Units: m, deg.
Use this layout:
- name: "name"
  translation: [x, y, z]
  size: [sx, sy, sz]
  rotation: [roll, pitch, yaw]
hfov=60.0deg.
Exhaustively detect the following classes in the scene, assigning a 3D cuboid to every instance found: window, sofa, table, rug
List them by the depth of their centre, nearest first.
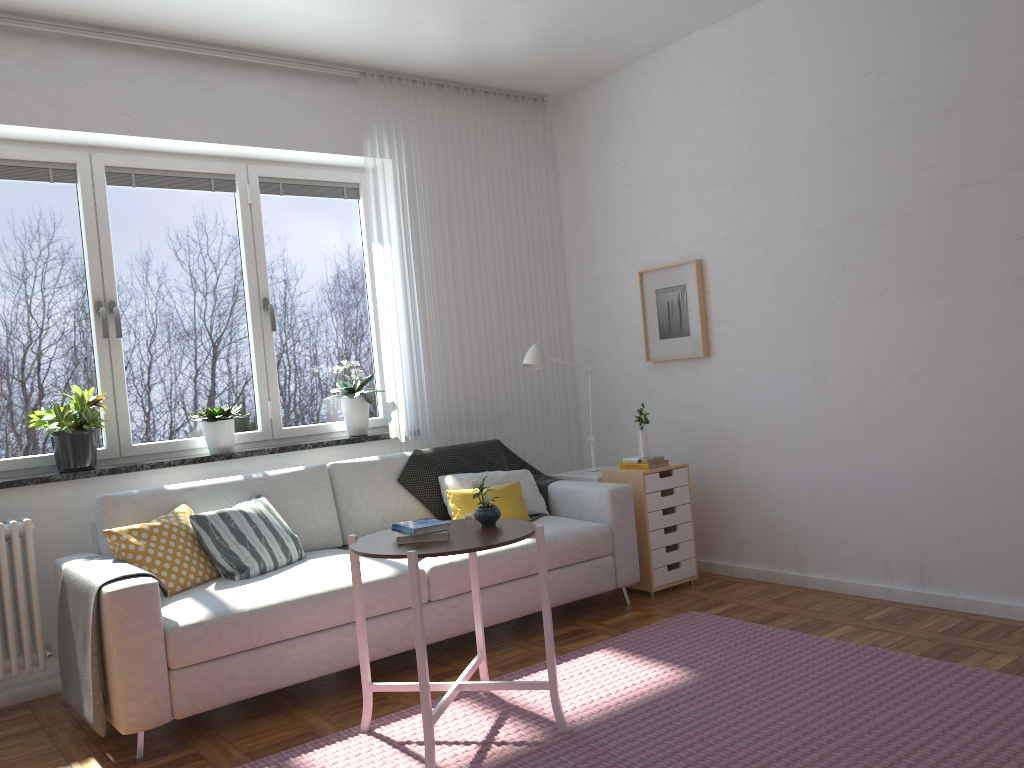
- name: "rug"
  translation: [0.589, 1.103, 2.488]
  size: [2.455, 0.008, 2.367]
  rotation: [-5, 0, -37]
- name: "table"
  translation: [-0.197, 0.830, 2.960]
  size: [0.617, 0.688, 0.618]
  rotation: [-6, 1, -39]
- name: "sofa"
  translation: [-0.640, 0.786, 4.046]
  size: [2.459, 0.843, 1.004]
  rotation: [-6, 1, -37]
- name: "window"
  translation: [-1.924, -0.373, 4.199]
  size: [3.017, 1.511, 0.151]
  rotation: [-6, 1, -37]

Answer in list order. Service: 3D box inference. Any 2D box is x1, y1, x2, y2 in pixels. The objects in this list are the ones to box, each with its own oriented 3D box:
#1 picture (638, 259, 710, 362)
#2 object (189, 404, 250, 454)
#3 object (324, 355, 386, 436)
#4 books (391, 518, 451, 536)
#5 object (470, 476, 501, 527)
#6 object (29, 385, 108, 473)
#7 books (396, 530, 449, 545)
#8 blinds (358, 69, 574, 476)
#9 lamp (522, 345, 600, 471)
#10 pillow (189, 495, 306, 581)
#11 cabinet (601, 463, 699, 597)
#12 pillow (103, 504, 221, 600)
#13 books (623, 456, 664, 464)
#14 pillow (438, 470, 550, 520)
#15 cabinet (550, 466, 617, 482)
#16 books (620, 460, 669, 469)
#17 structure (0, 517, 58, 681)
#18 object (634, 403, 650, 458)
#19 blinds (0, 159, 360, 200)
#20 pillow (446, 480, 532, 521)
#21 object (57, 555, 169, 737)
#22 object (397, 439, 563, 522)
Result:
- name: "picture"
  translation: [0.898, -0.399, 4.952]
  size: [0.050, 0.524, 0.431]
  rotation: [-6, 1, -37]
- name: "object"
  translation: [-1.445, 0.222, 4.384]
  size: [0.284, 0.237, 0.267]
  rotation: [-5, 1, 35]
- name: "object"
  translation: [-0.891, 0.065, 4.878]
  size: [0.340, 0.444, 0.286]
  rotation: [-4, 1, 41]
- name: "books"
  translation: [-0.301, 0.470, 2.923]
  size: [0.136, 0.024, 0.175]
  rotation: [-5, 0, -32]
- name: "object"
  translation: [-0.092, 0.401, 3.049]
  size: [0.096, 0.175, 0.108]
  rotation: [-5, 1, 32]
- name: "object"
  translation: [-1.974, 0.199, 3.960]
  size: [0.333, 0.385, 0.299]
  rotation: [-6, 1, -22]
- name: "books"
  translation: [-0.294, 0.495, 2.948]
  size: [0.162, 0.026, 0.209]
  rotation: [-5, 0, -2]
- name: "blinds"
  translation: [-0.187, -0.294, 5.163]
  size: [1.291, 2.888, 0.055]
  rotation: [-6, 2, -37]
- name: "lamp"
  translation: [-0.497, 0.526, 3.084]
  size: [0.332, 1.347, 4.588]
  rotation: [-5, 1, 22]
- name: "pillow"
  translation: [-1.111, 0.645, 3.782]
  size: [0.309, 0.289, 0.469]
  rotation: [-5, 1, 24]
- name: "cabinet"
  translation: [0.733, 0.758, 4.702]
  size: [0.348, 0.643, 0.301]
  rotation: [-6, 1, -37]
- name: "pillow"
  translation: [-1.385, 0.673, 3.592]
  size: [0.313, 0.318, 0.464]
  rotation: [-5, 1, 21]
- name: "books"
  translation: [0.696, 0.398, 4.686]
  size: [0.136, 0.024, 0.175]
  rotation: [-5, 0, -37]
- name: "pillow"
  translation: [-0.091, 0.577, 4.571]
  size: [0.532, 0.259, 0.301]
  rotation: [-5, 1, -23]
- name: "cabinet"
  translation: [0.525, 0.797, 5.064]
  size: [0.400, 0.600, 0.400]
  rotation: [-6, 1, -37]
- name: "books"
  translation: [0.703, 0.424, 4.692]
  size: [0.163, 0.028, 0.211]
  rotation: [-5, 0, -37]
- name: "structure"
  translation: [-2.331, 0.896, 3.430]
  size: [0.971, 0.624, 0.224]
  rotation: [-6, 1, -37]
- name: "object"
  translation: [0.691, 0.243, 4.670]
  size: [0.081, 0.287, 0.085]
  rotation: [-6, 1, -31]
- name: "blinds"
  translation: [-2.001, -0.990, 4.212]
  size: [2.842, 0.098, 0.015]
  rotation: [-5, 1, -37]
- name: "pillow"
  translation: [-0.115, 0.597, 4.362]
  size: [0.401, 0.194, 0.211]
  rotation: [-5, 1, -20]
- name: "object"
  translation: [-1.483, 0.934, 3.283]
  size: [0.288, 0.534, 0.608]
  rotation: [-6, 1, -37]
- name: "object"
  translation: [-0.097, 0.629, 4.754]
  size: [0.677, 0.648, 0.977]
  rotation: [-5, 1, 23]
